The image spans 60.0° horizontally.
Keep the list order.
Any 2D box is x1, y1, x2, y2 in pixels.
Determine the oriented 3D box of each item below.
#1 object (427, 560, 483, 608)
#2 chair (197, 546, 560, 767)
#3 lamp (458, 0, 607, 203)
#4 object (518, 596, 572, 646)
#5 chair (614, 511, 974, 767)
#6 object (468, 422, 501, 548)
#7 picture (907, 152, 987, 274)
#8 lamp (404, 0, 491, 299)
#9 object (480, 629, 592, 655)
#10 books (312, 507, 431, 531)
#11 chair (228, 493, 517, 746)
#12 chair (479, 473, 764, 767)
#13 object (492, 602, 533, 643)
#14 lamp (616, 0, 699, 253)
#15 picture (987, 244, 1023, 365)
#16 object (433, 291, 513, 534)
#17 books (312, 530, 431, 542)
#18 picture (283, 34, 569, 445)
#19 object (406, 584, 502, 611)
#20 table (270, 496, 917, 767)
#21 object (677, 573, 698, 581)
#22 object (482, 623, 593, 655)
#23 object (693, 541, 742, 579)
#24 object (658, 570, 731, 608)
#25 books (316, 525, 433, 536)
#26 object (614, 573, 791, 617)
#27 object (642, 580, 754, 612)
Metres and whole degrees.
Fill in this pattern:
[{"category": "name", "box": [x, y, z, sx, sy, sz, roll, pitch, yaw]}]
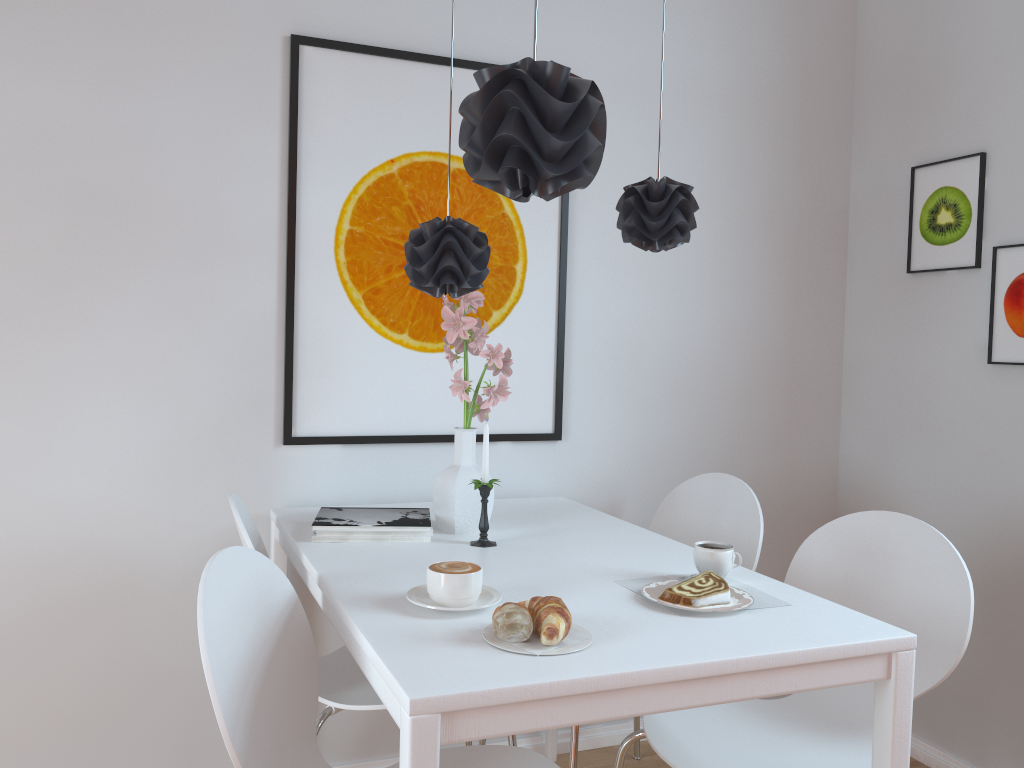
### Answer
[{"category": "object", "box": [-0.097, 0.335, 1.490, 0.093, 0.064, 0.099, 1, 3, -19]}, {"category": "chair", "box": [-0.161, 0.710, 1.415, 0.646, 0.870, 0.503, 2, 2, 3]}, {"category": "lamp", "box": [0.056, -1.020, 1.782, 0.298, 1.293, 0.292, 3, 2, 24]}, {"category": "object", "box": [0.054, 0.352, 1.340, 0.069, 0.060, 0.132, 1, 3, -22]}, {"category": "chair", "box": [0.554, 0.712, 1.765, 0.637, 0.870, 0.511, 0, 3, -32]}, {"category": "object", "box": [-0.059, 0.203, 1.937, 0.080, 0.298, 0.078, 2, 2, 18]}, {"category": "picture", "box": [1.265, -0.492, 2.591, 0.017, 0.322, 0.248, 1, 2, -23]}, {"category": "lamp", "box": [-0.109, -0.921, 1.722, 0.169, 1.505, 0.170, 1, 2, -6]}, {"category": "object", "box": [0.037, 0.379, 1.335, 0.118, 0.005, 0.124, -1, 4, -42]}, {"category": "books", "box": [-0.315, 0.307, 2.018, 0.256, 0.012, 0.208, 1, 3, -6]}, {"category": "chair", "box": [-0.318, 0.677, 2.020, 0.640, 0.870, 0.508, 1, 2, -17]}, {"category": "chair", "box": [0.296, 0.680, 2.310, 0.638, 0.870, 0.510, 0, 3, -27]}, {"category": "object", "box": [0.001, 0.351, 1.334, 0.060, 0.059, 0.074, 2, 2, -1]}, {"category": "lamp", "box": [0.332, -1.038, 1.889, 0.167, 1.505, 0.172, 0, 2, -31]}, {"category": "picture", "box": [1.372, -0.210, 2.329, 0.017, 0.322, 0.248, 1, 2, -23]}, {"category": "object", "box": [-0.088, 0.054, 2.091, 0.178, 0.579, 0.180, 2, 2, 4]}, {"category": "books", "box": [-0.319, 0.333, 2.026, 0.258, 0.014, 0.192, 1, 3, -7]}, {"category": "picture", "box": [-0.212, -0.364, 2.429, 0.792, 1.052, 0.017, 1, 2, -21]}, {"category": "object", "box": [-0.097, 0.364, 1.489, 0.160, 0.020, 0.161, 1, 3, -7]}, {"category": "table", "box": [-0.002, 0.743, 1.854, 0.825, 0.771, 1.287, 1, 3, -22]}, {"category": "object", "box": [0.337, 0.360, 1.665, 0.028, 0.027, 0.128, 3, 3, 27]}, {"category": "object", "box": [0.038, 0.381, 1.339, 0.168, 0.005, 0.165, 3, 3, 20]}, {"category": "object", "box": [0.384, 0.340, 1.674, 0.085, 0.070, 0.075, 3, 3, 27]}, {"category": "object", "box": [0.326, 0.358, 1.540, 0.126, 0.043, 0.075, 0, 3, -29]}, {"category": "books", "box": [-0.314, 0.319, 2.025, 0.253, 0.014, 0.192, 1, 3, -9]}, {"category": "object", "box": [0.338, 0.376, 1.604, 0.226, 0.003, 0.230, 0, 3, -22]}, {"category": "object", "box": [0.324, 0.374, 1.550, 0.189, 0.012, 0.194, 0, 3, -25]}]
